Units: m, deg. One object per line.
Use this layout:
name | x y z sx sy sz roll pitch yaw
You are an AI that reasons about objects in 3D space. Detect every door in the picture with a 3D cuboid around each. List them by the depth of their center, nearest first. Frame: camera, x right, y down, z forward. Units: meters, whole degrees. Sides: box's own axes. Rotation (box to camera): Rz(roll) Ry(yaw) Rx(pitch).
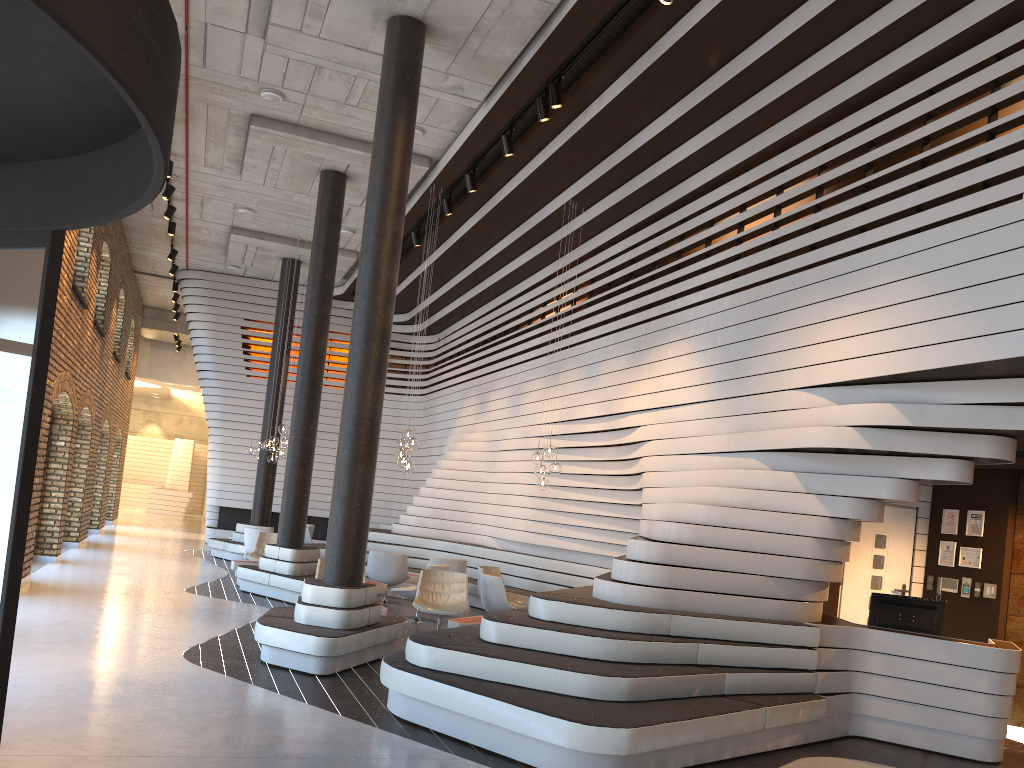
door | -2.600 0.214 1.966 3.203 2.837 3.276 7 -5 -13
door | 3.910 2.322 9.532 0.971 2.095 0.163 7 -2 -20

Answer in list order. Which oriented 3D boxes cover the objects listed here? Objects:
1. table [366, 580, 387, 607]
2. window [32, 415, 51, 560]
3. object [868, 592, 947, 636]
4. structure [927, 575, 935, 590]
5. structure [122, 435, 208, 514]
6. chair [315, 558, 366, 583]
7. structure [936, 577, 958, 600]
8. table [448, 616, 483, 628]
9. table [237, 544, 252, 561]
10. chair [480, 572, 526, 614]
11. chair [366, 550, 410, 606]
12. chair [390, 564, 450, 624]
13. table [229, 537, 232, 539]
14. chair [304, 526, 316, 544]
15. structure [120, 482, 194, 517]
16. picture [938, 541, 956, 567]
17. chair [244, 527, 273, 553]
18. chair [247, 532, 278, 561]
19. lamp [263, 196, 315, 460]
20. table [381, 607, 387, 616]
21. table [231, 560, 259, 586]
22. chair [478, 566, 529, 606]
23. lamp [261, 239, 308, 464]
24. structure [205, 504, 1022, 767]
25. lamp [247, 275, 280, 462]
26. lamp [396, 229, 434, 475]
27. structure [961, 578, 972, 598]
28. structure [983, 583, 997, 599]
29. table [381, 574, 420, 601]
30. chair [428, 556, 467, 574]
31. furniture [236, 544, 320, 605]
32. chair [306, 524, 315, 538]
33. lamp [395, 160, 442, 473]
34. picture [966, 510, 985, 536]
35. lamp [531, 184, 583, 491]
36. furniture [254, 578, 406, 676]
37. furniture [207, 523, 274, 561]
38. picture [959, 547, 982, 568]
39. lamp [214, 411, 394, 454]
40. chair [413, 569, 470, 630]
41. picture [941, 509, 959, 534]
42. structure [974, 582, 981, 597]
table | -1.991 2.864 11.838 0.413 0.368 0.913 5 -7 18
window | -6.708 1.303 12.137 0.130 2.522 2.370 7 -5 -19
object | 3.449 2.127 7.745 0.596 0.551 0.370 4 -4 21
structure | 4.567 2.169 9.622 0.009 0.154 0.086 7 -3 -19
structure | -14.662 3.698 36.473 4.536 2.849 5.858 9 -7 -19
chair | -1.982 2.438 10.228 0.657 0.762 0.715 8 -5 -19
structure | 4.638 2.198 9.403 0.026 0.253 0.259 7 -5 -21
table | -0.388 2.698 9.419 0.415 0.368 0.910 1 -9 43
table | -4.618 3.199 16.255 0.906 0.369 0.416 8 -5 -12
chair | -0.073 2.734 10.832 0.711 0.762 0.660 8 -5 -20
chair | -1.840 2.847 13.001 0.656 0.762 0.716 6 -5 1
chair | -1.212 2.708 11.531 0.711 0.762 0.661 5 -5 20
table | -5.548 3.415 18.503 0.909 0.368 0.415 13 -8 -42
chair | -3.997 3.304 17.914 0.711 0.762 0.661 8 -5 -15
structure | -13.786 4.486 34.351 2.561 0.892 7.528 13 -10 -41
picture | 4.663 1.818 9.448 0.014 0.261 0.203 7 -4 -19
chair | -4.390 2.920 15.508 0.657 0.762 0.715 5 -5 18
chair | -3.866 2.778 14.096 0.656 0.762 0.716 6 -5 -2
lamp | -3.359 -1.140 13.759 0.545 4.652 0.294 8 -2 -34
table | -1.833 2.543 9.448 0.906 0.369 0.416 9 -6 -17
table | -3.792 2.869 13.277 0.907 0.368 0.416 10 -6 -27
chair | -0.144 2.872 11.857 0.711 0.762 0.660 4 -5 25
lamp | -4.122 -0.815 16.249 0.275 4.606 0.546 5 -2 32
structure | -1.265 3.015 14.313 5.780 0.922 18.338 10 -9 -23
lamp | -5.218 -0.613 18.930 0.275 4.606 0.546 5 -2 29
lamp | -1.529 -0.848 14.391 0.294 4.652 0.546 7 -2 -24
structure | 4.729 2.120 9.181 0.012 0.200 0.105 7 -3 -19
structure | 4.828 2.089 8.899 0.021 0.141 0.143 7 -5 -19
table | -1.739 3.187 13.921 0.906 0.369 0.416 5 -6 13
chair | -1.021 2.966 13.204 0.656 0.762 0.715 7 -5 -12
furniture | -2.914 2.677 12.475 1.777 0.718 1.281 0 -9 41
chair | -4.626 3.373 18.890 0.711 0.762 0.661 8 -5 -17
lamp | -1.269 -1.101 12.468 0.309 4.719 0.665 7 -2 -11
picture | 4.811 1.446 9.158 0.014 0.261 0.203 7 -4 -19
lamp | 0.623 -0.963 11.374 0.333 4.691 0.533 5 -2 32
furniture | -1.850 2.205 8.316 1.275 0.718 1.786 4 -7 16
furniture | -5.280 3.104 17.333 1.276 0.718 1.784 9 -8 -24
picture | 4.764 1.804 9.167 0.014 0.201 0.264 7 -6 -19
lamp | 1.686 -1.632 5.106 9.041 4.586 42.226 9 -8 -19
chair | -0.815 2.559 10.170 0.656 0.762 0.716 7 -5 -3
picture | 4.700 1.476 9.459 0.014 0.261 0.203 7 -4 -19
structure | 4.777 2.110 9.039 0.019 0.146 0.063 7 -3 -19
